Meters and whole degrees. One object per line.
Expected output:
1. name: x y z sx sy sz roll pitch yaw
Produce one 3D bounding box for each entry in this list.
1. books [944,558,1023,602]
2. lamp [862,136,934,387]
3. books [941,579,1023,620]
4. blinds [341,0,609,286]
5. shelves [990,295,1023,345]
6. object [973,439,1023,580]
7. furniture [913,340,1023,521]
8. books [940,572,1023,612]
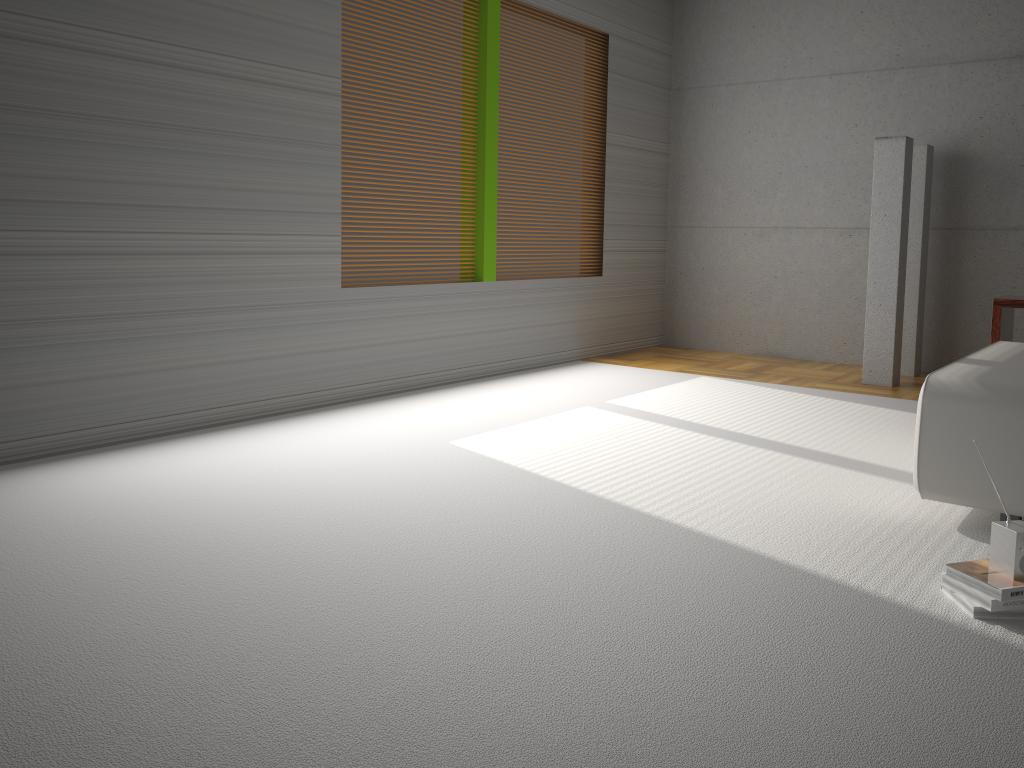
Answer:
1. books: 1.350 0.523 2.395 0.265 0.032 0.191 -2 10 -18
2. lamp: 2.766 -0.873 6.318 0.201 1.679 0.801 5 7 37
3. books: 1.343 0.586 2.403 0.264 0.032 0.191 1 9 2
4. blinds: -0.231 -1.610 5.994 0.012 2.029 3.549 5 9 37
5. shelves: 3.361 0.041 3.832 2.260 0.710 0.402 8 9 37
6. object: 1.313 0.330 2.357 0.185 0.364 0.090 0 5 -12
7. furniture: 2.740 0.256 3.064 2.178 0.518 1.621 8 11 37
8. books: 1.343 0.554 2.401 0.264 0.032 0.191 -1 10 -13
